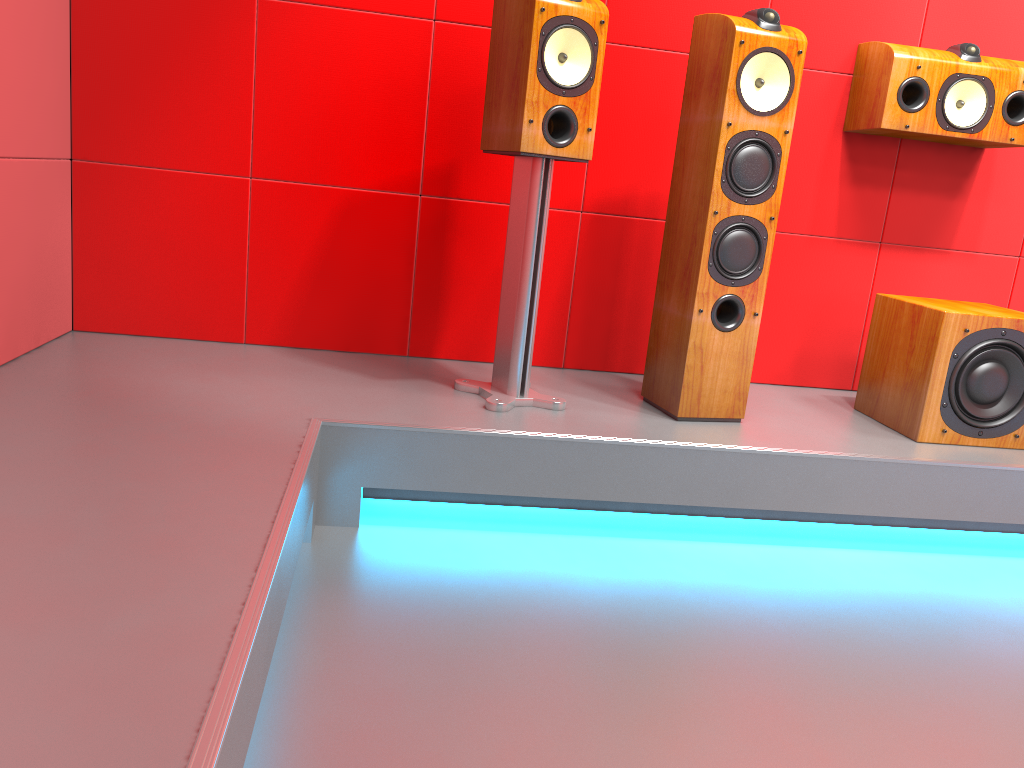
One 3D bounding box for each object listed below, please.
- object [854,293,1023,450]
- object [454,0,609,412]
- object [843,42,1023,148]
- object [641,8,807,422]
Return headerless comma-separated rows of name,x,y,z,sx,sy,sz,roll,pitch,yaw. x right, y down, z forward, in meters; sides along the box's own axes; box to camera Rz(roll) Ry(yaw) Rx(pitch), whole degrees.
object,1.270,-0.043,2.546,0.360,0.360,0.360,4,13,-8
object,0.046,-0.474,2.290,0.231,1.058,0.265,-1,15,-28
object,1.313,-0.881,2.683,0.493,0.271,0.235,4,13,-8
object,0.556,-0.434,2.364,0.203,1.052,0.238,2,14,-18
